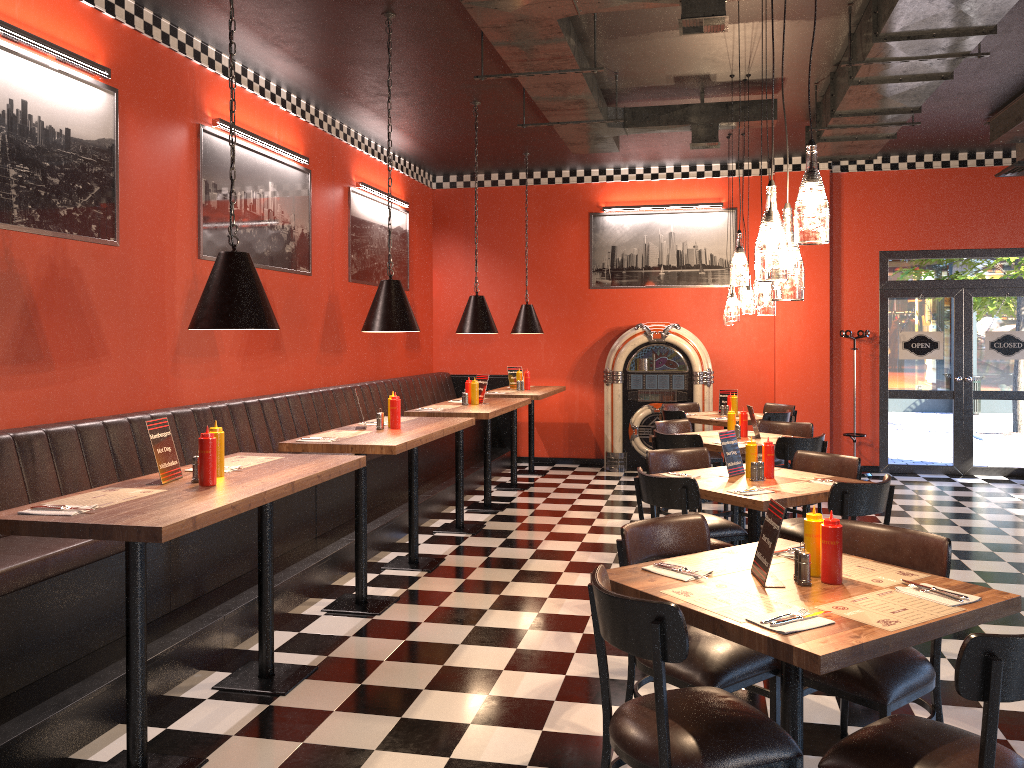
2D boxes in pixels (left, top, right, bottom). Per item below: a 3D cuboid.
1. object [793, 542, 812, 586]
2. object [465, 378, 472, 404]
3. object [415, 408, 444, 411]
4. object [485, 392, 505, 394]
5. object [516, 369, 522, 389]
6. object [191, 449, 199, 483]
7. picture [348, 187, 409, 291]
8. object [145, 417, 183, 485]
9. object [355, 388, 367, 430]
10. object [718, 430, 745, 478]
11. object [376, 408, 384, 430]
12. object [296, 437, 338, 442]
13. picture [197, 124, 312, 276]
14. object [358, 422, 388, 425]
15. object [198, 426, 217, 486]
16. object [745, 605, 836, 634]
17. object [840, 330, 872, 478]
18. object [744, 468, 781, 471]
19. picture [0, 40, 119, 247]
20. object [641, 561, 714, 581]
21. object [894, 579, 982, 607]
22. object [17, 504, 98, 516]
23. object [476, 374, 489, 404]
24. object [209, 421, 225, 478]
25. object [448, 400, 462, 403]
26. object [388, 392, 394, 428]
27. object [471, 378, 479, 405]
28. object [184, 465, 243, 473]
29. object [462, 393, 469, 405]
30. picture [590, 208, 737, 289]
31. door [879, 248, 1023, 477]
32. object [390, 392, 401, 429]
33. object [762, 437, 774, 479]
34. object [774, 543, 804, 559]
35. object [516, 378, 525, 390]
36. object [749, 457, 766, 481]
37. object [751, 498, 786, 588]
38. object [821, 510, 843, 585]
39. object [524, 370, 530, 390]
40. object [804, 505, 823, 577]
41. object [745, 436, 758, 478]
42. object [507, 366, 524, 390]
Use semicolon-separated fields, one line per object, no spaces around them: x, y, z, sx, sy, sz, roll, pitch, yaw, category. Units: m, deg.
0.959;0.589;2.925;0.047;0.136;0.094;0;1;2;object
-0.381;0.057;7.837;0.068;0.238;0.068;0;1;7;object
-0.645;0.204;7.166;0.255;0.019;0.157;0;3;9;object
-0.155;0.092;9.245;0.255;0.019;0.157;0;3;9;object
0.081;-0.055;9.947;0.068;0.238;0.068;0;1;6;object
-1.287;0.333;3.653;0.047;0.136;0.094;0;1;3;object
-1.415;-1.523;9.598;0.023;0.939;1.772;0;2;12;picture
-1.431;0.272;3.648;0.072;0.257;0.188;0;1;4;object
-0.983;0.159;5.760;0.072;0.257;0.188;0;1;-8;object
1.291;0.407;5.202;0.072;0.257;0.188;0;1;42;object
-0.849;0.223;5.707;0.047;0.136;0.094;0;1;2;object
-1.094;0.316;5.071;0.255;0.019;0.157;0;3;9;object
-1.984;-1.385;7.019;0.023;0.939;1.772;0;2;12;picture
-0.909;0.265;6.020;0.255;0.019;0.157;0;3;9;object
-1.219;0.287;3.546;0.068;0.238;0.068;0;1;-13;object
0.811;0.669;2.539;0.255;0.019;0.157;-2;3;-30;object
3.909;0.213;10.106;0.374;1.658;0.375;0;1;35;object
1.499;0.516;5.388;0.255;0.019;0.157;-3;4;-40;object
-2.554;-1.247;4.439;0.023;0.939;1.772;0;2;12;picture
0.586;0.642;3.051;0.157;0.019;0.255;-3;4;-38;object
1.323;0.653;2.797;0.157;0.019;0.255;-2;3;-28;object
-1.528;0.425;3.024;0.255;0.019;0.157;0;3;9;object
-0.284;0.046;7.867;0.072;0.257;0.188;-1;1;-36;object
-1.258;0.275;3.765;0.068;0.238;0.068;0;1;-13;object
-0.449;0.156;8.065;0.255;0.019;0.157;0;3;9;object
-0.778;0.166;5.800;0.068;0.238;0.068;0;1;22;object
-0.325;0.061;7.761;0.068;0.238;0.068;0;1;2;object
-1.313;0.375;3.960;0.255;0.019;0.157;0;3;9;object
-0.409;0.116;7.720;0.047;0.136;0.094;0;1;-23;object
1.831;-1.637;10.778;1.769;0.939;0.023;0;1;12;picture
5.132;-0.247;10.067;1.800;2.571;0.128;0;0;12;door
-0.752;0.171;5.710;0.068;0.238;0.068;0;1;33;object
1.473;0.421;5.091;0.068;0.238;0.068;0;1;18;object
1.060;0.626;3.324;0.255;0.019;0.157;-2;4;-32;object
0.094;0.003;9.826;0.093;0.136;0.047;0;1;-8;object
1.389;0.478;5.010;0.094;0.136;0.047;-1;1;-28;object
0.855;0.526;2.963;0.072;0.257;0.188;0;1;2;object
1.056;0.537;2.928;0.068;0.238;0.068;-1;1;-35;object
0.170;-0.054;9.917;0.068;0.238;0.068;0;1;6;object
1.030;0.532;3.018;0.068;0.238;0.068;0;1;27;object
1.382;0.421;5.113;0.068;0.238;0.068;0;1;18;object
0.044;-0.070;10.041;0.188;0.257;0.072;-1;1;-28;object
